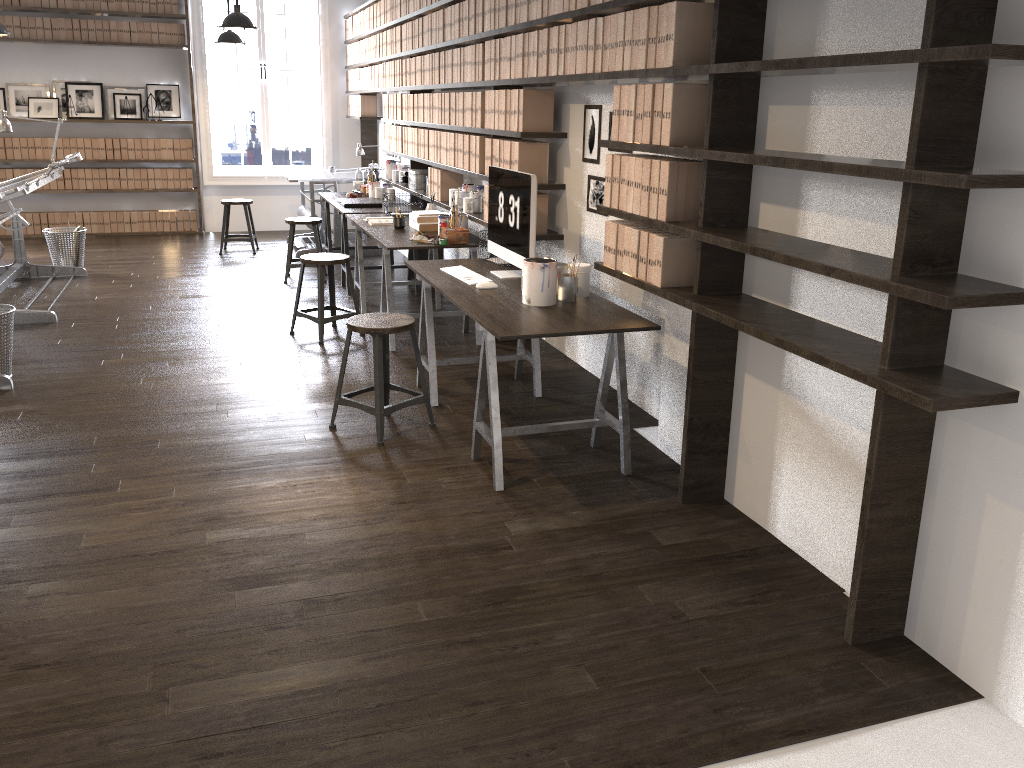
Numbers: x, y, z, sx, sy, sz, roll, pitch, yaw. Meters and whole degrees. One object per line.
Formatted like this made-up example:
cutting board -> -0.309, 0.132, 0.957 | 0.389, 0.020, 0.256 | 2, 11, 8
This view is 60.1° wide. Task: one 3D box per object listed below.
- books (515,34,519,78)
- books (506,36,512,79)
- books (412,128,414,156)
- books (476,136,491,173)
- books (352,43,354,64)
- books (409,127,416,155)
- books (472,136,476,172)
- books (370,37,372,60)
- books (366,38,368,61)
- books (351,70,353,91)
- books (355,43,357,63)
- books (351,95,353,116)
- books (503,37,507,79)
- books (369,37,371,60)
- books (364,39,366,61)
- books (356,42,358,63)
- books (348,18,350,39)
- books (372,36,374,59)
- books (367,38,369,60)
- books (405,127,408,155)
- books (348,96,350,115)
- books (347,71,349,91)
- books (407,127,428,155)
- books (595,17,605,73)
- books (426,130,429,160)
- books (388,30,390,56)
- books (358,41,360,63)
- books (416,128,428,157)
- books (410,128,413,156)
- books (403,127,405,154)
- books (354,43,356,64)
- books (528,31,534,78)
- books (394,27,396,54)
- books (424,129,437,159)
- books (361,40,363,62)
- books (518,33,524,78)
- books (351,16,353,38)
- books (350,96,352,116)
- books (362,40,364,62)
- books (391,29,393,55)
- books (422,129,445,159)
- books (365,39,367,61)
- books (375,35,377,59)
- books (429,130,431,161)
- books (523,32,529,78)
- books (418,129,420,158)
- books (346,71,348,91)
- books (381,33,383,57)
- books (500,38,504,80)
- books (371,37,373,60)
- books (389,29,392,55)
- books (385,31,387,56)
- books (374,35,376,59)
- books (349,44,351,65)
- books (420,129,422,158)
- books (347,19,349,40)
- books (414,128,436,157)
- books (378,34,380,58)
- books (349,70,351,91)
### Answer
books -> 0.110, -1.739, 4.717 | 0.175, 0.222, 0.067 | -4, 16, -18
books -> 0.063, -1.779, 4.840 | 0.175, 0.223, 0.067 | -4, 16, -18
books -> -0.715, -1.958, 7.177 | 0.175, 0.222, 0.067 | -4, 16, -18
books -> -0.130, -1.424, 5.504 | 0.175, 0.222, 0.067 | -4, 16, -18
books -> -1.675, -3.637, 9.773 | 0.174, 0.223, 0.067 | -4, 16, -18
books -> -0.759, -2.000, 7.308 | 0.175, 0.223, 0.067 | -4, 16, -18
books -> -0.157, -1.447, 5.575 | 0.175, 0.223, 0.067 | -4, 16, -18
books -> -1.297, -3.287, 8.695 | 0.174, 0.223, 0.067 | -4, 16, -18
books -> -1.368, -3.348, 8.888 | 0.175, 0.222, 0.067 | -4, 16, -18
books -> -1.709, -3.397, 9.909 | 0.175, 0.223, 0.067 | -4, 16, -18
books -> -1.592, -3.549, 9.516 | 0.175, 0.223, 0.067 | -4, 16, -18
books -> -1.716, -3.132, 9.978 | 0.175, 0.223, 0.067 | -4, 16, -18
books -> 0.044, -1.799, 4.905 | 0.175, 0.223, 0.067 | -4, 16, -18
books -> -1.321, -3.307, 8.758 | 0.175, 0.223, 0.067 | -4, 16, -18
books -> -1.413, -3.386, 9.006 | 0.175, 0.223, 0.067 | -4, 16, -18
books -> -1.567, -3.531, 9.460 | 0.175, 0.222, 0.067 | -4, 16, -18
books -> -1.734, -3.961, 9.892 | 0.174, 0.223, 0.067 | -4, 16, -18
books -> -1.258, -3.245, 8.562 | 0.175, 0.223, 0.067 | -4, 16, -18
books -> -1.347, -3.327, 8.821 | 0.175, 0.223, 0.067 | -4, 16, -18
books -> -0.806, -2.041, 7.435 | 0.174, 0.223, 0.067 | -4, 16, -18
books -> -1.803, -3.213, 10.230 | 0.175, 0.223, 0.067 | -4, 16, -18
books -> -1.797, -3.481, 10.174 | 0.175, 0.223, 0.067 | -4, 16, -18
books -> -0.779, -2.021, 7.373 | 0.174, 0.223, 0.067 | -4, 16, -18
books -> 0.446, -1.431, 3.749 | 0.174, 0.223, 0.067 | -4, 16, -18
books -> -0.562, -1.816, 6.732 | 0.175, 0.223, 0.067 | -4, 16, -18
books -> -1.008, -3.020, 7.858 | 0.175, 0.222, 0.067 | -4, 16, -18
books -> -1.526, -3.490, 9.331 | 0.175, 0.223, 0.067 | -4, 16, -18
books -> -0.677, -1.920, 7.057 | 0.175, 0.223, 0.067 | -4, 16, -18
books -> -0.740, -1.979, 7.243 | 0.175, 0.223, 0.067 | -4, 16, -18
books -> -0.832, -2.062, 7.500 | 0.175, 0.223, 0.067 | -4, 16, -18
books -> -1.615, -3.570, 9.583 | 0.175, 0.223, 0.067 | -4, 16, -18
books -> 0.177, -1.680, 4.529 | 0.174, 0.223, 0.067 | -4, 16, -18
books -> -0.921, -2.937, 7.599 | 0.175, 0.223, 0.067 | -4, 16, -18
books -> -0.581, -1.839, 6.803 | 0.175, 0.223, 0.067 | -4, 16, -18
books -> -1.478, -3.447, 9.198 | 0.174, 0.223, 0.067 | -4, 16, -18
books -> 0.127, -1.719, 4.654 | 0.175, 0.223, 0.067 | -4, 16, -18
books -> -1.670, -3.899, 9.696 | 0.175, 0.222, 0.067 | -4, 16, -18
books -> -1.739, -3.153, 10.044 | 0.175, 0.223, 0.067 | -4, 16, -18
books -> -1.451, -3.427, 9.134 | 0.174, 0.223, 0.067 | -4, 16, -18
books -> -0.961, -2.978, 7.728 | 0.175, 0.223, 0.067 | -4, 16, -18
books -> -0.608, -1.859, 6.866 | 0.174, 0.223, 0.067 | -4, 16, -18
books -> -1.387, -3.367, 8.946 | 0.175, 0.222, 0.067 | -4, 16, -18
books -> -1.211, -3.205, 8.439 | 0.175, 0.222, 0.067 | -4, 16, -18
books -> -0.533, -1.795, 6.666 | 0.175, 0.222, 0.067 | -4, 16, -18
books -> 0.154, -1.700, 4.594 | 0.175, 0.223, 0.067 | -4, 16, -18
books -> -0.649, -1.901, 6.997 | 0.175, 0.223, 0.067 | -4, 16, -18
books -> -1.824, -3.500, 10.233 | 0.175, 0.223, 0.067 | -4, 16, -18
books -> -1.118, -3.119, 8.168 | 0.174, 0.223, 0.067 | -4, 16, -18
books -> 0.024, -1.820, 4.970 | 0.174, 0.223, 0.067 | -4, 16, -18
books -> -1.278, -3.266, 8.630 | 0.174, 0.223, 0.067 | -4, 16, -18
books -> -0.987, -2.999, 7.791 | 0.175, 0.223, 0.067 | -4, 16, -18
books -> -1.053, -3.057, 7.976 | 0.175, 0.223, 0.067 | -4, 16, -18
books -> -1.235, -3.223, 8.496 | 0.175, 0.223, 0.067 | -4, 16, -18
books -> -1.725, -3.677, 9.898 | 0.175, 0.223, 0.067 | -4, 16, -18
books -> -0.627, -1.880, 6.932 | 0.174, 0.223, 0.067 | -4, 16, -18
books -> -1.760, -3.982, 9.955 | 0.174, 0.223, 0.067 | -4, 16, -18
books -> -0.694, -1.940, 7.120 | 0.175, 0.222, 0.067 | -4, 16, -18
books -> -1.166, -3.161, 8.301 | 0.175, 0.223, 0.067 | -4, 16, -18
books -> -1.755, -3.440, 10.043 | 0.174, 0.223, 0.067 | -4, 16, -18
